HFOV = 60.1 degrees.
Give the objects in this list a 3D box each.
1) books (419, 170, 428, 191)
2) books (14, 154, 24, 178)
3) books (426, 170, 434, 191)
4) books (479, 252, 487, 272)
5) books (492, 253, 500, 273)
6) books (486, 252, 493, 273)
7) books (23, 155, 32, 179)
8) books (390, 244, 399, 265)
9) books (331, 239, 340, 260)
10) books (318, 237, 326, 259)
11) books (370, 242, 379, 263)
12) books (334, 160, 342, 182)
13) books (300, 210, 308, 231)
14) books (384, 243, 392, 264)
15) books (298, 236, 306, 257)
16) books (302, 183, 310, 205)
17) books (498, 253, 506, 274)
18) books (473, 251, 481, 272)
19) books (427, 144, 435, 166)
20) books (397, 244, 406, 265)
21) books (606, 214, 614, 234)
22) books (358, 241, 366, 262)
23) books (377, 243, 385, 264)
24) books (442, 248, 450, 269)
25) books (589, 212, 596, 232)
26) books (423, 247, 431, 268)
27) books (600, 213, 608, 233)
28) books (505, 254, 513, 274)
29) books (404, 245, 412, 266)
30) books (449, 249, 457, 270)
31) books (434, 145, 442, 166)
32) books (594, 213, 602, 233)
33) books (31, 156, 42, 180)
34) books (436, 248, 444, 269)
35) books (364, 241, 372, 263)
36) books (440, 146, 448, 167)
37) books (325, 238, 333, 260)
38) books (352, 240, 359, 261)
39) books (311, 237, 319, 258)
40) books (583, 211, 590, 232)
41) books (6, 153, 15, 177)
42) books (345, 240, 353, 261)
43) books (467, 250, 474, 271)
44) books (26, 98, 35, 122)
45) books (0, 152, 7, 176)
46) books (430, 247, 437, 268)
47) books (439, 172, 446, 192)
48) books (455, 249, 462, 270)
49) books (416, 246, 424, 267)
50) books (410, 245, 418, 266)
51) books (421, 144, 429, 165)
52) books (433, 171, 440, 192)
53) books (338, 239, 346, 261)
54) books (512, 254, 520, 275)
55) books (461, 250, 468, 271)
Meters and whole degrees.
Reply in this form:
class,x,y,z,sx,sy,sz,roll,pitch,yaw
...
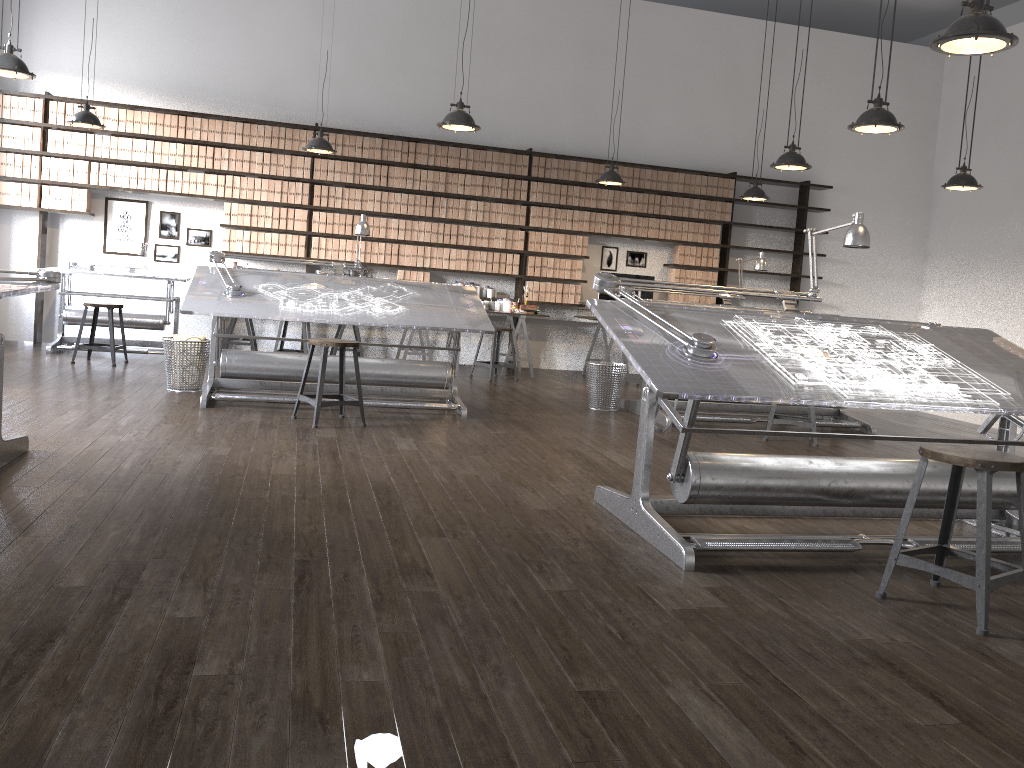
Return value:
class,x,y,z,sx,sy,sz,roll,pitch,yaw
books,-0.968,-2.199,9.600,0.067,0.225,0.175,4,5,-14
books,-4.815,-2.129,8.687,0.066,0.225,0.175,4,5,-14
books,-0.898,-2.195,9.619,0.066,0.225,0.175,4,5,-14
books,-0.335,-1.353,9.818,0.066,0.225,0.175,4,5,-14
books,-0.193,-1.346,9.852,0.067,0.225,0.175,4,5,-14
books,-0.267,-1.350,9.840,0.066,0.225,0.175,4,5,-14
books,-4.741,-2.125,8.699,0.067,0.225,0.175,4,5,-14
books,-1.274,-1.401,9.588,0.067,0.225,0.175,4,5,-14
books,-1.883,-1.433,9.444,0.066,0.225,0.175,4,5,-14
books,-2.018,-1.440,9.409,0.066,0.225,0.175,4,5,-14
books,-1.485,-1.413,9.542,0.066,0.225,0.175,4,5,-14
books,-1.848,-2.244,9.388,0.066,0.225,0.175,4,5,-14
books,-2.192,-1.718,9.342,0.067,0.225,0.175,4,5,-14
books,-1.348,-1.406,9.576,0.066,0.225,0.175,4,5,-14
books,-2.217,-1.450,9.358,0.067,0.225,0.175,4,5,-14
books,-2.175,-1.994,9.332,0.066,0.225,0.175,4,5,-14
books,-0.122,-1.343,9.875,0.066,0.225,0.175,4,5,-14
books,-0.404,-1.357,9.806,0.066,0.225,0.175,4,5,-14
books,-0.884,-2.471,9.602,0.066,0.225,0.175,4,5,-14
books,-1.203,-1.398,9.611,0.066,0.225,0.175,4,5,-14
books,1.094,-1.826,10.130,0.066,0.225,0.175,4,5,-14
books,-1.618,-1.419,9.503,0.067,0.225,0.175,4,5,-14
books,-1.416,-1.409,9.555,0.066,0.225,0.175,4,5,-14
books,-0.733,-1.374,9.721,0.067,0.225,0.175,4,5,-14
books,0.888,-1.836,10.079,0.066,0.225,0.175,4,5,-14
books,-0.937,-1.384,9.673,0.066,0.225,0.175,4,5,-14
books,1.027,-1.829,10.109,0.066,0.225,0.175,4,5,-14
books,-0.048,-1.339,9.888,0.067,0.225,0.175,4,5,-14
books,-1.139,-1.395,9.624,0.066,0.225,0.175,4,5,-14
books,-0.664,-1.370,9.740,0.066,0.225,0.175,4,5,-14
books,-0.817,-2.468,9.622,0.066,0.225,0.175,4,5,-14
books,0.957,-1.833,10.096,0.066,0.225,0.175,4,5,-14
books,-4.671,-2.122,8.722,0.066,0.225,0.175,4,5,-14
books,-0.802,-1.378,9.708,0.066,0.225,0.175,4,5,-14
books,-1.554,-1.416,9.525,0.066,0.225,0.175,4,5,-14
books,-0.749,-2.464,9.637,0.066,0.225,0.175,4,5,-14
books,-1.952,-1.437,9.429,0.066,0.225,0.175,4,5,-14
books,-1.684,-1.423,9.492,0.066,0.225,0.175,4,5,-14
books,-2.088,-1.443,9.388,0.066,0.225,0.175,4,5,-14
books,0.824,-1.839,10.058,0.067,0.225,0.175,4,5,-14
books,-4.883,-2.132,8.666,0.066,0.225,0.175,4,5,-14
books,-1.745,-1.426,9.476,0.066,0.225,0.175,4,5,-14
books,-0.473,-1.361,9.789,0.066,0.225,0.175,4,5,-14
books,-4.690,-2.671,8.670,0.067,0.225,0.175,4,5,-14
books,-4.953,-2.136,8.653,0.066,0.225,0.175,4,5,-14
books,-0.871,-1.381,9.693,0.066,0.225,0.175,4,5,-14
books,-0.772,-2.188,9.647,0.067,0.225,0.175,4,5,-14
books,-0.603,-1.368,9.756,0.066,0.225,0.175,4,5,-14
books,-1.007,-1.388,9.652,0.066,0.225,0.175,4,5,-14
books,-1.077,-1.391,9.635,0.067,0.225,0.175,4,5,-14
books,-0.953,-2.474,9.581,0.066,0.225,0.175,4,5,-14
books,-0.837,-2.192,9.636,0.066,0.225,0.175,4,5,-14
books,-1.814,-1.429,9.457,0.067,0.225,0.175,4,5,-14
books,0.027,-1.335,9.908,0.066,0.225,0.175,4,5,-14
books,-0.537,-1.364,9.767,0.067,0.225,0.175,4,5,-14
